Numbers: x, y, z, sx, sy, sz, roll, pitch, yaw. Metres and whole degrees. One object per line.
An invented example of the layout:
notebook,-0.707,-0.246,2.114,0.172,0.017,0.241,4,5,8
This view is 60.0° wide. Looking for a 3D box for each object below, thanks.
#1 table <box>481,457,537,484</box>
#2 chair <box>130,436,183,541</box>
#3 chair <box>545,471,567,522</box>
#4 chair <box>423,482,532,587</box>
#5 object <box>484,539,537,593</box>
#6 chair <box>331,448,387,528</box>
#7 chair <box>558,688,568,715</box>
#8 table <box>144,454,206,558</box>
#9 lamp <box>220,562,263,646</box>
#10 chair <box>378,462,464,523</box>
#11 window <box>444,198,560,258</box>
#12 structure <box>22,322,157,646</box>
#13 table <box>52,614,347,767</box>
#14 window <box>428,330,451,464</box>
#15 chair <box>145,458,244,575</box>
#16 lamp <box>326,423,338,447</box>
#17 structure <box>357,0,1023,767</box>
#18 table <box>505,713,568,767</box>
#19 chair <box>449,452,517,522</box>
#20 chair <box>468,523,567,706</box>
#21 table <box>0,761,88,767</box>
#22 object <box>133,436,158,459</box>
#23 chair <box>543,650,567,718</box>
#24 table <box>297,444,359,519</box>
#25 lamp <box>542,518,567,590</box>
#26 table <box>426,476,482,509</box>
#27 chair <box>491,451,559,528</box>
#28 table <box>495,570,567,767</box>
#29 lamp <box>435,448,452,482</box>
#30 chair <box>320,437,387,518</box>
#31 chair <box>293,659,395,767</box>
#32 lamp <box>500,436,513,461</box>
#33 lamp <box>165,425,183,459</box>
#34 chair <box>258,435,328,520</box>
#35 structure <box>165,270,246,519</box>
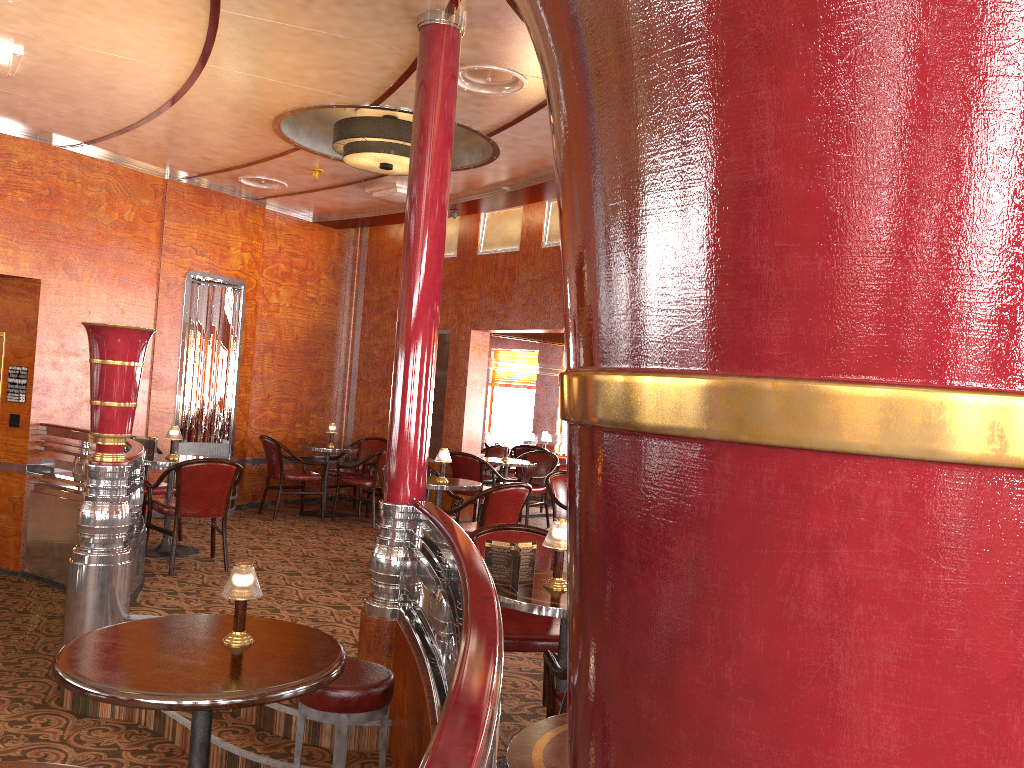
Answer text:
table,-0.086,1.161,9.275,0.640,0.720,0.639,5,0,-43
chair,-3.080,0.852,7.267,0.615,0.817,0.588,4,0,38
chair,0.566,1.139,7.150,0.588,0.817,0.615,5,0,-37
chair,-0.209,1.068,6.278,0.615,0.817,0.588,4,0,43
object,0.009,0.657,3.200,0.195,0.156,0.169,5,0,-12
chair,-1.393,1.006,8.991,0.615,0.817,0.588,4,0,33
chair,0.369,1.064,2.079,0.587,0.817,0.615,4,0,13
table,-2.639,0.930,6.818,0.640,0.720,0.639,5,0,-43
lamp,-0.864,0.697,2.830,0.130,0.250,0.130,5,0,29
chair,-0.772,1.032,7.052,0.588,0.817,0.615,5,0,-32
window,1.384,-1.507,4.513,1.957,0.480,11.945,5,-1,-15
structure,-2.912,0.648,6.200,0.624,2.024,3.167,4,0,-32
table,-0.977,1.294,2.736,0.849,0.960,0.849,5,0,-2
window,-0.853,0.132,9.829,0.806,1.440,0.257,4,0,43
chair,-2.270,0.905,6.347,0.588,0.817,0.615,5,0,-37
lamp,-1.885,0.532,9.273,0.130,0.250,0.130,5,0,-25
structure,-0.189,0.025,2.339,0.549,3.605,4.353,5,0,-8
table,0.280,1.101,1.712,0.640,0.720,0.639,5,0,-29
chair,-0.349,1.087,8.902,0.587,0.817,0.615,4,0,38
chair,0.039,1.059,3.848,0.588,0.817,0.615,5,0,-12
table,-1.022,1.276,1.474,0.849,0.960,0.850,4,0,20
object,-2.756,0.480,6.759,0.195,0.156,0.169,4,0,13
chair,0.418,1.075,2.713,0.588,0.817,0.615,5,0,-12
table,-1.949,1.013,9.277,0.640,0.720,0.639,5,0,-43
lamp,0.175,0.624,3.276,0.130,0.250,0.130,5,0,-25
table,-0.576,1.092,6.720,0.640,0.720,0.639,5,0,-43
chair,0.156,1.136,9.647,0.587,0.817,0.615,4,0,38
table,0.182,1.111,3.262,0.640,0.720,0.639,5,0,-11
lamp,-0.522,0.609,6.699,0.130,0.250,0.130,5,0,-25
chair,-1.661,0.993,9.691,0.587,0.817,0.615,4,0,28
chair,-0.633,1.430,3.247,0.350,0.755,0.350,5,0,34
lamp,-0.061,0.676,9.294,0.130,0.250,0.130,5,0,-25
lamp,-2.604,0.446,6.819,0.130,0.250,0.130,5,0,-43
chair,-2.273,0.936,9.025,0.615,0.817,0.587,5,0,-37
structure,-2.951,0.107,8.670,0.556,2.354,0.812,5,0,39
